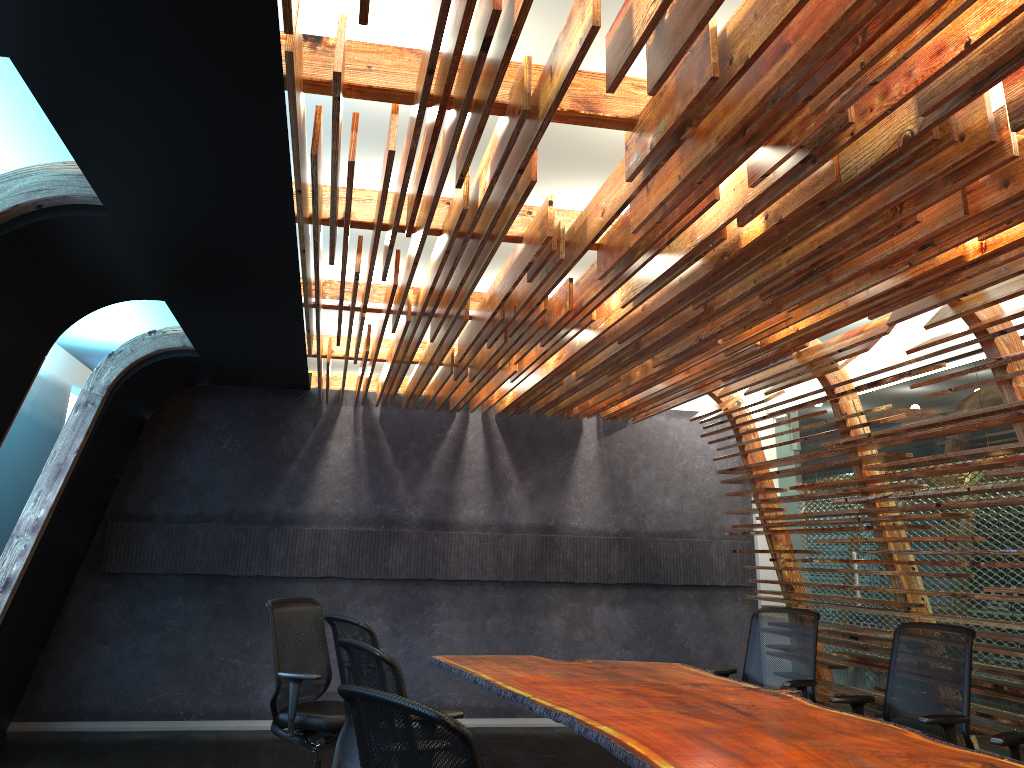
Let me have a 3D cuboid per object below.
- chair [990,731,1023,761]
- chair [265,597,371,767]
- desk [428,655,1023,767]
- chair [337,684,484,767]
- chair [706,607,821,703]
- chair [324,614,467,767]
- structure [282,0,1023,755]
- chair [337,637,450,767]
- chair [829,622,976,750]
[{"bbox_3d":[2.509,1.773,3.744,0.781,1.281,0.800,15,-21,-39],"label":"chair"},{"bbox_3d":[-1.195,2.052,5.679,0.792,1.281,0.789,-5,-18,22],"label":"chair"},{"bbox_3d":[1.015,1.898,3.498,2.031,0.845,6.453,4,-11,-11],"label":"desk"},{"bbox_3d":[-0.001,1.379,2.066,0.783,1.281,0.798,13,-20,-35],"label":"chair"},{"bbox_3d":[1.666,2.167,5.880,0.784,1.281,0.797,13,-20,-34],"label":"chair"},{"bbox_3d":[-0.549,1.824,4.424,0.786,1.281,0.795,11,-19,-30],"label":"chair"},{"bbox_3d":[1.323,0.604,3.472,4.518,3.095,11.117,4,-12,-11],"label":"structure"},{"bbox_3d":[-0.243,1.592,3.191,0.789,1.281,0.792,9,-18,-25],"label":"chair"},{"bbox_3d":[2.089,1.954,4.727,0.791,1.281,0.790,8,-17,-20],"label":"chair"}]
